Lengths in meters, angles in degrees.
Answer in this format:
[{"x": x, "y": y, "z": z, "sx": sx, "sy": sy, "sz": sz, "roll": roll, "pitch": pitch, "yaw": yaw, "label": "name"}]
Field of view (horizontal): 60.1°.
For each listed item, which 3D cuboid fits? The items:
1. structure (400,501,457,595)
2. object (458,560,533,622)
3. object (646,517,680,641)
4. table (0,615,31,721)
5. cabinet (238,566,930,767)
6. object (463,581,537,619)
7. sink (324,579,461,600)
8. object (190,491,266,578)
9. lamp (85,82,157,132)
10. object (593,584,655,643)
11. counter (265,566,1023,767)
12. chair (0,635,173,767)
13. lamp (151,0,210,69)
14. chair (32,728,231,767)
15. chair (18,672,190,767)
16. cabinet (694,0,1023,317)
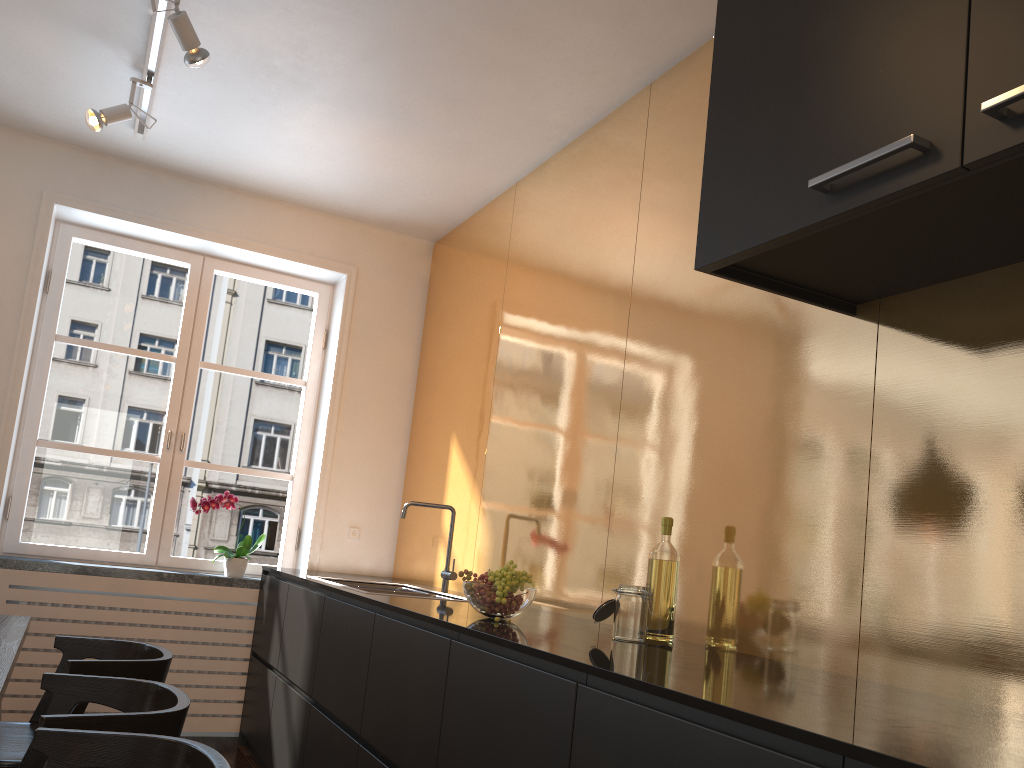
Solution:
[{"x": -0.357, "y": 0.700, "z": 3.779, "sx": 0.266, "sy": 0.382, "sz": 0.110, "roll": 8, "pitch": -7, "yaw": -10, "label": "structure"}, {"x": -0.043, "y": 0.594, "z": 2.570, "sx": 0.179, "sy": 0.171, "sz": 0.240, "roll": 14, "pitch": -12, "yaw": -40, "label": "object"}, {"x": 0.420, "y": 0.540, "z": 2.465, "sx": 0.092, "sy": 0.336, "sz": 0.093, "roll": 2, "pitch": -8, "yaw": 31, "label": "object"}, {"x": -1.667, "y": 0.897, "z": 1.734, "sx": 1.112, "sy": 0.672, "sz": 2.515, "roll": 11, "pitch": -12, "yaw": -25, "label": "table"}, {"x": 0.122, "y": 1.112, "z": 2.344, "sx": 0.736, "sy": 0.890, "sz": 5.094, "roll": 10, "pitch": -12, "yaw": -25, "label": "cabinet"}, {"x": -0.040, "y": 0.635, "z": 2.581, "sx": 0.218, "sy": 0.096, "sz": 0.221, "roll": 2, "pitch": -11, "yaw": 22, "label": "object"}, {"x": 0.078, "y": 0.660, "z": 2.500, "sx": 0.484, "sy": 0.241, "sz": 3.434, "roll": 11, "pitch": -12, "yaw": -26, "label": "sink"}, {"x": -1.461, "y": 0.762, "z": 4.514, "sx": 0.229, "sy": 0.433, "sz": 0.410, "roll": 0, "pitch": -11, "yaw": 40, "label": "object"}, {"x": -1.521, "y": -1.069, "z": 3.451, "sx": 0.253, "sy": 0.237, "sz": 0.085, "roll": 14, "pitch": -10, "yaw": -38, "label": "lamp"}, {"x": 0.297, "y": 0.594, "z": 2.324, "sx": 0.177, "sy": 0.150, "sz": 0.089, "roll": -2, "pitch": -11, "yaw": 41, "label": "object"}, {"x": 0.171, "y": 0.673, "z": 2.398, "sx": 0.736, "sy": 0.002, "sz": 5.091, "roll": 11, "pitch": -12, "yaw": -25, "label": "counter"}, {"x": -1.309, "y": 1.101, "z": 2.555, "sx": 0.523, "sy": 0.664, "sz": 0.596, "roll": 11, "pitch": -10, "yaw": -29, "label": "chair"}, {"x": -1.030, "y": -1.149, "z": 2.775, "sx": 0.085, "sy": 0.236, "sz": 0.254, "roll": 4, "pitch": -9, "yaw": 15, "label": "lamp"}, {"x": -0.751, "y": 0.929, "z": 1.362, "sx": 0.522, "sy": 0.664, "sz": 0.596, "roll": 10, "pitch": -10, "yaw": -26, "label": "chair"}, {"x": -1.020, "y": 1.006, "z": 1.906, "sx": 0.522, "sy": 0.664, "sz": 0.596, "roll": 11, "pitch": -10, "yaw": -27, "label": "chair"}, {"x": 1.088, "y": -0.844, "z": 1.216, "sx": 0.534, "sy": 1.039, "sz": 1.967, "roll": 10, "pitch": -11, "yaw": -25, "label": "cabinet"}]
